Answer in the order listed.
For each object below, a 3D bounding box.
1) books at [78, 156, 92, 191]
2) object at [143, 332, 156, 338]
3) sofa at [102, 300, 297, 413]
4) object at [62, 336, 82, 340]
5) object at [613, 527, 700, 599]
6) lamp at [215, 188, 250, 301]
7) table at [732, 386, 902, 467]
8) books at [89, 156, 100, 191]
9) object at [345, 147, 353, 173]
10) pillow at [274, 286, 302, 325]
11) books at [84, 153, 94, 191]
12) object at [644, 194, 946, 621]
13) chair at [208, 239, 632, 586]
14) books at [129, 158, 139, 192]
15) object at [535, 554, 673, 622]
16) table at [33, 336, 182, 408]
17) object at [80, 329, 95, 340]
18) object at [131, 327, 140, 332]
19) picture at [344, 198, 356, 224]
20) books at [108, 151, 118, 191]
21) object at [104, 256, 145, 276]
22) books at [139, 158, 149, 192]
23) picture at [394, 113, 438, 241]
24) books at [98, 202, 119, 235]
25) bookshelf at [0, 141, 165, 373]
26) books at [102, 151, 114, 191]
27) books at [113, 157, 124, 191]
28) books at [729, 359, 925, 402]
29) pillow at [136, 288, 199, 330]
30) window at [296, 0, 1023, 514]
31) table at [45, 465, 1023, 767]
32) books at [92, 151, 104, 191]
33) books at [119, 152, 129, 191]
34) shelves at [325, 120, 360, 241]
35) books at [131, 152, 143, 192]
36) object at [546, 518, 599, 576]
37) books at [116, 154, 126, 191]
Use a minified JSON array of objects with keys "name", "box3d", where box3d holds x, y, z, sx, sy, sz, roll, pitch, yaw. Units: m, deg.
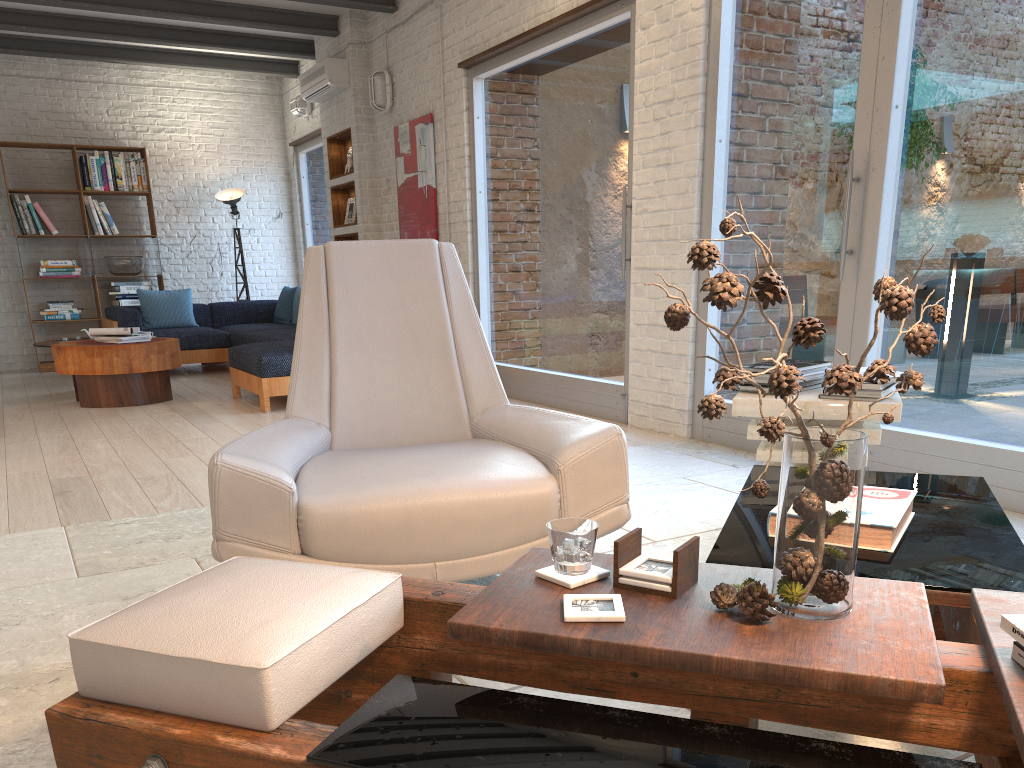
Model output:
[{"name":"books","box3d":[-4.365,-2.137,8.910,0.055,0.343,0.247,-11,16,-29]},{"name":"object","box3d":[-3.081,-0.410,7.387,0.152,0.059,0.264,-8,10,-37]},{"name":"sofa","box3d":[-2.270,-0.357,7.715,2.056,0.688,3.841,-6,9,-29]},{"name":"object","box3d":[-3.777,-0.409,7.609,0.067,0.028,0.294,6,10,39]},{"name":"object","box3d":[0.244,0.300,1.471,0.113,0.085,0.091,6,14,32]},{"name":"lamp","box3d":[-2.799,-1.204,9.626,0.859,1.924,0.488,8,19,31]},{"name":"table","box3d":[1.022,0.274,2.972,0.493,0.525,0.476,3,13,20]},{"name":"books","box3d":[-4.289,-2.142,8.931,0.055,0.343,0.247,-11,16,-29]},{"name":"object","box3d":[-1.495,-2.079,8.108,0.111,0.253,0.208,-7,14,-21]},{"name":"pillow","box3d":[-2.212,-0.793,8.923,0.240,0.415,1.076,-10,12,-30]},{"name":"books","box3d":[-4.331,-2.154,8.923,0.020,0.374,0.263,-11,16,-29]},{"name":"object","box3d":[0.369,0.063,1.179,0.314,0.632,0.524,8,16,31]},{"name":"chair","box3d":[-0.292,0.114,2.437,1.024,1.059,0.934,-4,13,-12]},{"name":"books","box3d":[-3.963,-2.172,9.107,0.055,0.343,0.247,-11,16,-29]},{"name":"object","box3d":[0.132,0.331,1.446,0.246,0.036,0.263,4,9,33]},{"name":"table","box3d":[-3.275,-0.138,7.074,1.068,0.465,1.774,-5,9,-24]},{"name":"object","box3d":[-3.585,-0.434,7.510,0.186,0.095,0.186,-2,9,-4]},{"name":"object","box3d":[-3.105,-0.408,7.163,0.108,0.112,0.104,-4,13,-13]},{"name":"picture","box3d":[-1.521,-1.650,8.327,0.100,0.255,0.188,-13,18,-37]},{"name":"books","box3d":[-4.138,-2.184,9.012,0.036,0.400,0.236,-11,17,-29]},{"name":"object","box3d":[-4.129,-1.254,9.300,0.403,0.210,0.385,1,10,12]},{"name":"books","box3d":[-3.890,-2.182,9.170,0.055,0.343,0.247,-11,16,-29]},{"name":"picture","box3d":[-0.791,-1.633,7.138,0.019,1.000,0.721,-11,16,-29]},{"name":"books","box3d":[-4.219,-1.718,9.095,0.156,0.343,0.247,-10,16,-29]},{"name":"bookshelf","box3d":[-4.395,-1.287,9.103,1.302,2.295,0.353,-9,18,-27]},{"name":"books","box3d":[-4.166,-2.180,8.986,0.036,0.400,0.236,-11,17,-29]},{"name":"books","box3d":[-4.090,-2.159,9.029,0.055,0.343,0.247,-11,16,-29]},{"name":"books","box3d":[1.044,-0.013,2.836,0.558,0.083,0.381,6,11,44]},{"name":"pillow","box3d":[-3.477,-0.759,8.805,0.549,0.426,0.216,-7,16,-29]},{"name":"window","box3d":[0.809,-2.981,4.515,0.638,6.670,11.989,-11,13,-29]},{"name":"table","box3d":[0.632,0.494,1.625,2.197,0.447,1.902,2,8,22]},{"name":"books","box3d":[-4.250,-2.173,8.947,0.036,0.400,0.236,-11,17,-29]},{"name":"books","box3d":[-4.046,-2.195,9.076,0.036,0.400,0.236,-11,17,-29]},{"name":"shelves","box3d":[-1.505,-1.666,8.274,0.189,1.488,0.744,-11,17,-29]},{"name":"books","box3d":[-3.925,-2.204,9.126,0.036,0.400,0.236,-11,17,-29]},{"name":"object","box3d":[0.105,0.284,1.512,0.091,0.088,0.087,3,13,20]},{"name":"books","box3d":[-4.064,-2.177,9.055,0.020,0.374,0.263,-11,16,-29]}]
